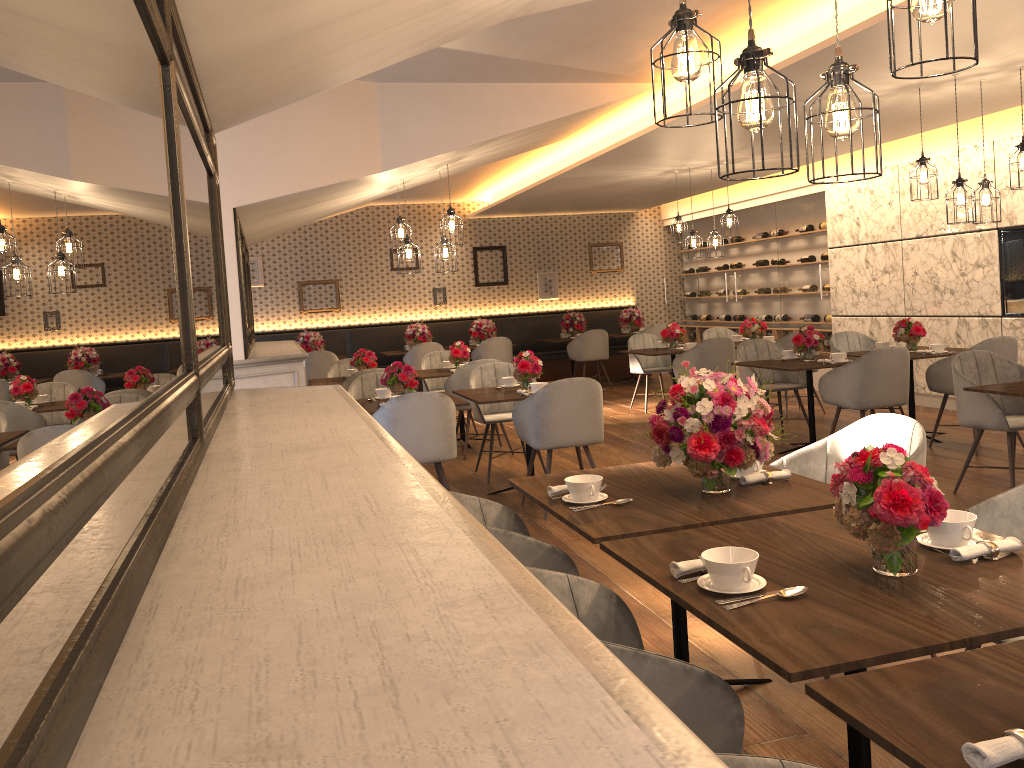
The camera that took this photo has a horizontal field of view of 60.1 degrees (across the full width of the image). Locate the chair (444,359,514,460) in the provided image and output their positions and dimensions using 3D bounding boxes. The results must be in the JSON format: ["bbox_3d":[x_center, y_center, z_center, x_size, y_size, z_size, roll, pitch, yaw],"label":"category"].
[{"bbox_3d":[-0.287,0.198,7.960,0.565,0.870,0.527,-5,3,-15],"label":"chair"}]

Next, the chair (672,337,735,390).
[{"bbox_3d":[1.964,-0.040,8.890,0.565,0.870,0.527,-5,3,-15],"label":"chair"}]

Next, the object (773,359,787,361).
[{"bbox_3d":[2.232,-0.205,7.388,0.043,0.015,0.197,-6,6,-19],"label":"object"}]

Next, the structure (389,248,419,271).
[{"bbox_3d":[-1.638,-1.902,13.515,0.449,0.344,0.016,-5,2,-15],"label":"structure"}]

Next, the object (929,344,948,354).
[{"bbox_3d":[3.414,-0.284,7.101,0.149,0.072,0.148,-8,6,-38],"label":"object"}]

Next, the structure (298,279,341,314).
[{"bbox_3d":[-2.865,-1.302,13.177,0.602,0.484,0.032,-5,2,-15],"label":"structure"}]

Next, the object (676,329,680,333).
[{"bbox_3d":[1.759,-0.561,9.482,0.077,0.052,0.046,0,5,37],"label":"object"}]

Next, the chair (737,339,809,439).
[{"bbox_3d":[2.285,0.046,7.786,0.565,0.870,0.527,-5,3,-15],"label":"chair"}]

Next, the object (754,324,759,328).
[{"bbox_3d":[2.658,-0.633,9.696,0.048,0.052,0.076,-6,5,-36],"label":"object"}]

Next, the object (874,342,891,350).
[{"bbox_3d":[3.217,-0.327,7.678,0.149,0.072,0.148,-8,6,-38],"label":"object"}]

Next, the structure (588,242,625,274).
[{"bbox_3d":[1.535,-2.049,14.378,0.602,0.484,0.032,-5,2,-15],"label":"structure"}]

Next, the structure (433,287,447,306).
[{"bbox_3d":[-1.112,-1.353,13.670,0.216,0.277,0.018,-5,2,-15],"label":"structure"}]

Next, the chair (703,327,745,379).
[{"bbox_3d":[2.548,-0.228,10.427,0.565,0.870,0.527,-5,3,-15],"label":"chair"}]

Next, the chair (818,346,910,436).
[{"bbox_3d":[2.623,0.149,6.502,0.565,0.870,0.527,-5,3,-15],"label":"chair"}]

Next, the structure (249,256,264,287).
[{"bbox_3d":[-3.807,-1.633,12.911,0.340,0.439,0.034,-5,2,-15],"label":"structure"}]

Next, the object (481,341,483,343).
[{"bbox_3d":[-0.367,-0.572,12.607,0.148,0.072,0.149,-1,6,32],"label":"object"}]

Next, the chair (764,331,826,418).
[{"bbox_3d":[2.887,-0.126,9.143,0.565,0.870,0.527,-5,3,-15],"label":"chair"}]

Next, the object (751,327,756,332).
[{"bbox_3d":[2.634,-0.602,9.703,0.049,0.052,0.078,-4,5,-5],"label":"object"}]

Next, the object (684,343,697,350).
[{"bbox_3d":[1.871,-0.391,9.248,0.149,0.072,0.148,-8,6,-38],"label":"object"}]

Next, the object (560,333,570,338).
[{"bbox_3d":[0.810,-0.742,13.562,0.148,0.072,0.149,-1,6,32],"label":"object"}]

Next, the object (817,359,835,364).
[{"bbox_3d":[2.422,-0.175,6.829,0.056,0.039,0.176,-5,6,-15],"label":"object"}]

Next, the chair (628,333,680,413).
[{"bbox_3d":[1.625,-0.143,10.174,0.565,0.870,0.527,-5,3,-15],"label":"chair"}]

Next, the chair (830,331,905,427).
[{"bbox_3d":[3.207,-0.039,8.039,0.565,0.870,0.527,-5,3,-15],"label":"chair"}]

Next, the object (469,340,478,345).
[{"bbox_3d":[-0.564,-0.615,13.185,0.148,0.072,0.149,-1,6,32],"label":"object"}]

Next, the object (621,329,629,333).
[{"bbox_3d":[1.773,-0.831,13.826,0.148,0.072,0.149,-1,6,27],"label":"object"}]

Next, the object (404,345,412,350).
[{"bbox_3d":[-1.497,-0.529,12.928,0.148,0.072,0.149,-1,6,32],"label":"object"}]

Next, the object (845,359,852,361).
[{"bbox_3d":[2.636,-0.185,6.908,0.043,0.015,0.197,-6,6,-19],"label":"object"}]

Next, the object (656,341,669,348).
[{"bbox_3d":[1.674,-0.435,9.825,0.149,0.072,0.148,-8,6,-38],"label":"object"}]

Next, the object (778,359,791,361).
[{"bbox_3d":[2.268,-0.202,7.391,0.022,0.004,0.211,-5,6,-15],"label":"object"}]

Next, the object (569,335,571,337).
[{"bbox_3d":[0.921,-0.735,13.593,0.056,0.039,0.176,-5,6,-15],"label":"object"}]

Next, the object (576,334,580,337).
[{"bbox_3d":[1.007,-0.699,12.985,0.148,0.072,0.149,-1,6,27],"label":"object"}]

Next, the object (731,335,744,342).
[{"bbox_3d":[2.558,-0.516,10.067,0.149,0.072,0.148,-8,6,-38],"label":"object"}]

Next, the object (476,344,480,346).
[{"bbox_3d":[-0.476,-0.545,12.578,0.056,0.039,0.176,-5,6,-15],"label":"object"}]

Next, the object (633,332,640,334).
[{"bbox_3d":[1.862,-0.761,13.220,0.056,0.039,0.176,-5,6,-15],"label":"object"}]

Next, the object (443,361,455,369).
[{"bbox_3d":[-0.632,-0.191,8.878,0.148,0.072,0.149,1,7,42],"label":"object"}]

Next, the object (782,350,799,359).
[{"bbox_3d":[2.334,-0.245,7.435,0.149,0.072,0.148,-8,6,-38],"label":"object"}]

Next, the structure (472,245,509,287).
[{"bbox_3d":[-0.336,-1.845,13.873,0.544,0.631,0.035,-5,2,-15],"label":"structure"}]

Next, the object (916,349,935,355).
[{"bbox_3d":[3.306,-0.257,7.071,0.056,0.039,0.176,-5,6,-15],"label":"object"}]

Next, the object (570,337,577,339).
[{"bbox_3d":[0.898,-0.672,12.955,0.056,0.039,0.176,-5,6,-15],"label":"object"}]

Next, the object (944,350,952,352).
[{"bbox_3d":[3.520,-0.267,7.151,0.043,0.015,0.197,-6,6,-19],"label":"object"}]

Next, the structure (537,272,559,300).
[{"bbox_3d":[0.574,-1.566,14.123,0.340,0.439,0.034,-5,2,-15],"label":"structure"}]

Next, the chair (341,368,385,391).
[{"bbox_3d":[-1.209,0.283,7.707,0.565,0.870,0.527,-5,3,-15],"label":"chair"}]

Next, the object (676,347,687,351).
[{"bbox_3d":[1.762,-0.364,9.218,0.056,0.039,0.176,-5,6,-15],"label":"object"}]

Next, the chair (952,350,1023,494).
[{"bbox_3d":[2.971,0.243,5.301,0.565,0.870,0.527,-5,3,-15],"label":"chair"}]

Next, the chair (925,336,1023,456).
[{"bbox_3d":[3.546,0.064,6.755,0.565,0.870,0.527,-5,3,-15],"label":"chair"}]

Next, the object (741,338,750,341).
[{"bbox_3d":[2.668,-0.510,10.098,0.056,0.039,0.176,-5,6,-15],"label":"object"}]

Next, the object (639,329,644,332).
[{"bbox_3d":[1.970,-0.788,13.249,0.148,0.072,0.149,-1,6,32],"label":"object"}]

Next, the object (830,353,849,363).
[{"bbox_3d":[2.530,-0.202,6.858,0.149,0.072,0.148,-8,6,-38],"label":"object"}]

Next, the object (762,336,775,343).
[{"bbox_3d":[2.754,-0.473,9.490,0.149,0.072,0.148,-8,6,-38],"label":"object"}]

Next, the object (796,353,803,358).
[{"bbox_3d":[2.444,-0.239,7.466,0.056,0.039,0.176,-5,6,-15],"label":"object"}]
